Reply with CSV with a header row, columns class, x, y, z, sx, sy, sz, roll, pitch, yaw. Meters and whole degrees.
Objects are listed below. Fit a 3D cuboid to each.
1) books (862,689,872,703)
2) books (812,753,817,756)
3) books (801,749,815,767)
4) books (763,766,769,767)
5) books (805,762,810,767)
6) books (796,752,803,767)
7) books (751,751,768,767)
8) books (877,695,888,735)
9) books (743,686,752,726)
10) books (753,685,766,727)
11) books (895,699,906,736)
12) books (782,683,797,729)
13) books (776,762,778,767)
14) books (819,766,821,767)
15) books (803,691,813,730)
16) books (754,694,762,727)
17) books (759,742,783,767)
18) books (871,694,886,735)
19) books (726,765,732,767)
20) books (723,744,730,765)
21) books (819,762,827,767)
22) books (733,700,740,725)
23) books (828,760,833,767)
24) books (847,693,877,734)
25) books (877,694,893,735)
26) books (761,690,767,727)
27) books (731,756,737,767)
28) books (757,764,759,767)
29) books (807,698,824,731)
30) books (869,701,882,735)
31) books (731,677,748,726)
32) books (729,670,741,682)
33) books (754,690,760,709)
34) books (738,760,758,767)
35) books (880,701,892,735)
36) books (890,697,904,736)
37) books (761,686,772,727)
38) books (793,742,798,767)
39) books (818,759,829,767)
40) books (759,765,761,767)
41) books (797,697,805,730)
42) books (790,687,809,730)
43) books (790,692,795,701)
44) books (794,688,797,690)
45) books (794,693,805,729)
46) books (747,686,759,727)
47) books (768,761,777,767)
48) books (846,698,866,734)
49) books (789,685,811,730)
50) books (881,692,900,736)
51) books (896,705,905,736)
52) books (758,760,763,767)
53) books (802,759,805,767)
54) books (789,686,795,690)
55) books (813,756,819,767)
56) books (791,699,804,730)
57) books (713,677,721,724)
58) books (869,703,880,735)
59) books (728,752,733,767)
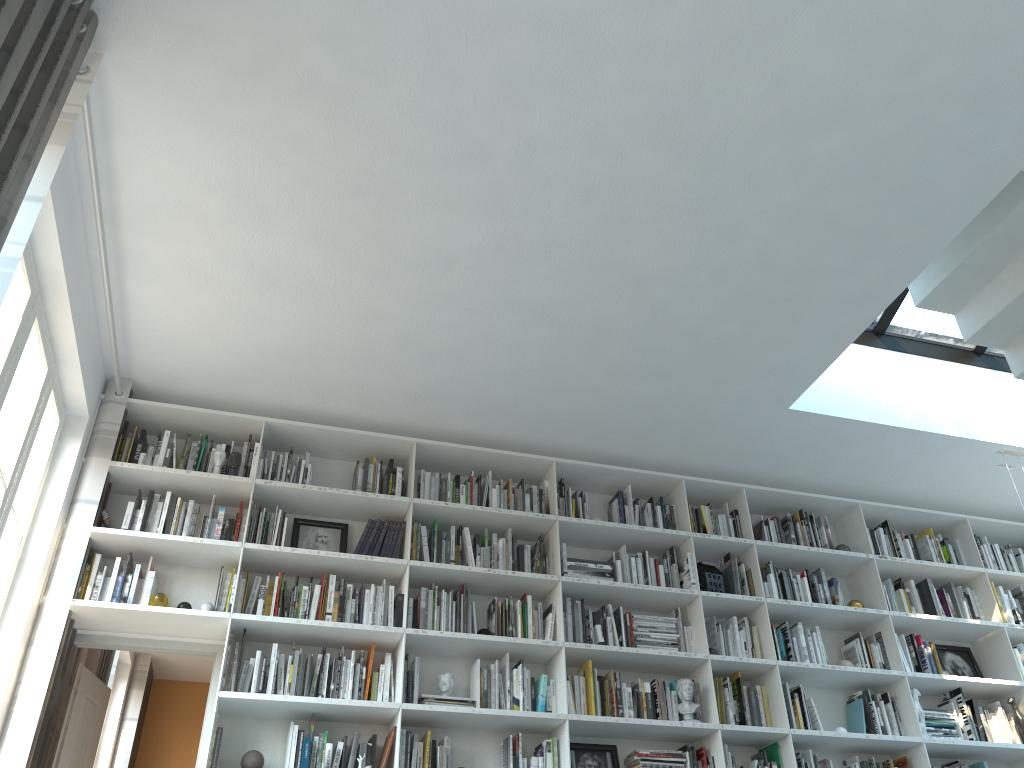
class,x,y,z,sx,sy,sz,roll,pitch,yaw
books,2.060,1.943,5.146,0.013,0.294,0.154,9,-36,-14
books,1.642,2.180,4.827,0.006,0.283,0.160,9,-36,-14
books,1.597,2.155,4.802,0.014,0.295,0.176,9,-36,-14
books,1.296,2.155,4.709,0.091,0.204,0.170,9,-36,-14
books,1.563,2.174,4.767,0.011,0.225,0.189,9,-36,-14
books,1.540,2.152,4.785,0.005,0.282,0.160,9,-36,-14
books,1.344,2.130,4.749,0.013,0.284,0.139,9,-36,-14
books,2.101,1.956,5.135,0.015,0.258,0.153,9,-36,-14
books,1.268,1.831,4.928,0.033,0.251,0.175,9,-36,-14
books,1.361,1.839,4.954,0.032,0.265,0.143,9,-36,-14
books,2.223,1.979,5.158,0.010,0.244,0.159,9,-36,-14
books,1.519,1.844,4.978,0.013,0.277,0.192,9,-36,-14
books,1.391,2.155,4.736,0.021,0.225,0.149,9,-36,-14
books,1.661,2.208,4.814,0.008,0.221,0.134,9,-36,-14
books,1.642,1.894,5.029,0.007,0.252,0.161,9,-36,-14
books,1.319,1.848,4.913,0.034,0.203,0.182,9,-36,-14
books,1.408,2.117,4.766,0.014,0.323,0.183,9,-36,-14
books,2.085,1.952,5.131,0.018,0.261,0.166,9,-36,-14
books,1.110,2.118,4.646,0.027,0.191,0.183,9,-36,-14
books,1.124,2.083,4.696,0.013,0.305,0.142,9,-36,-14
books,1.674,2.198,4.814,0.015,0.237,0.177,9,-36,-14
books,1.215,1.862,4.909,0.030,0.180,0.132,9,-36,-14
books,1.714,2.200,4.830,0.013,0.250,0.173,9,-36,-14
books,2.021,1.944,5.119,0.021,0.263,0.175,9,-36,-14
books,2.129,1.960,5.153,0.032,0.273,0.155,9,-36,-14
books,1.375,1.857,4.965,0.019,0.246,0.149,9,-36,-14
books,1.157,2.118,4.696,0.035,0.247,0.141,9,-36,-14
books,1.243,2.136,4.686,0.089,0.209,0.176,9,-36,-14
books,1.678,1.902,5.002,0.051,0.209,0.177,9,-36,-14
books,2.052,1.963,5.109,0.013,0.218,0.188,9,-36,-14
books,1.244,1.797,4.915,0.019,0.291,0.183,9,-36,-14
books,1.251,1.791,4.946,0.021,0.335,0.170,9,-36,-14
books,1.337,1.849,4.944,0.028,0.238,0.146,9,-36,-14
books,1.228,2.123,4.684,0.095,0.227,0.191,9,-36,-14
books,2.116,1.968,5.122,0.012,0.223,0.179,9,-36,-14
books,2.192,1.968,5.147,0.011,0.251,0.170,9,-36,-14
books,1.395,1.850,4.973,0.033,0.267,0.142,9,-36,-14
books,1.521,2.140,4.818,0.007,0.340,0.150,9,-36,-14
books,1.702,2.194,4.829,0.014,0.259,0.142,9,-36,-14
books,1.264,2.148,4.705,0.090,0.211,0.144,9,-36,-14
books,1.588,1.893,4.990,0.007,0.210,0.159,9,-36,-14
books,1.609,1.874,5.014,0.006,0.268,0.179,9,-36,-14
books,1.566,1.881,5.000,0.008,0.241,0.170,9,-36,-14
books,1.613,1.877,5.021,0.006,0.272,0.168,9,-36,-14
books,1.596,1.888,5.011,0.017,0.241,0.133,9,-36,-14
books,1.297,1.825,4.912,0.027,0.240,0.189,9,-36,-14
books,1.370,2.147,4.720,0.029,0.221,0.172,9,-36,-14
books,1.983,1.952,5.108,0.056,0.239,0.154,9,-36,-14
books,1.622,1.872,5.027,0.013,0.286,0.159,9,-36,-14
books,2.157,1.951,5.141,0.012,0.272,0.184,9,-36,-14
books,2.205,1.995,5.152,0.023,0.211,0.165,9,-36,-14
books,1.279,2.138,4.716,0.094,0.237,0.150,9,-36,-14
books,1.549,2.169,4.779,0.013,0.247,0.166,9,-36,-14
books,1.622,1.892,5.067,0.011,0.298,0.089,9,-36,-14
books,1.627,2.175,4.805,0.012,0.265,0.184,9,-36,-14
books,1.562,1.885,4.962,0.017,0.191,0.192,9,-36,-14
books,1.106,1.784,4.893,0.035,0.291,0.145,9,-36,-14
books,2.043,1.965,5.103,0.006,0.208,0.189,9,-36,-14
books,1.134,2.107,4.695,0.012,0.264,0.158,9,-36,-14
